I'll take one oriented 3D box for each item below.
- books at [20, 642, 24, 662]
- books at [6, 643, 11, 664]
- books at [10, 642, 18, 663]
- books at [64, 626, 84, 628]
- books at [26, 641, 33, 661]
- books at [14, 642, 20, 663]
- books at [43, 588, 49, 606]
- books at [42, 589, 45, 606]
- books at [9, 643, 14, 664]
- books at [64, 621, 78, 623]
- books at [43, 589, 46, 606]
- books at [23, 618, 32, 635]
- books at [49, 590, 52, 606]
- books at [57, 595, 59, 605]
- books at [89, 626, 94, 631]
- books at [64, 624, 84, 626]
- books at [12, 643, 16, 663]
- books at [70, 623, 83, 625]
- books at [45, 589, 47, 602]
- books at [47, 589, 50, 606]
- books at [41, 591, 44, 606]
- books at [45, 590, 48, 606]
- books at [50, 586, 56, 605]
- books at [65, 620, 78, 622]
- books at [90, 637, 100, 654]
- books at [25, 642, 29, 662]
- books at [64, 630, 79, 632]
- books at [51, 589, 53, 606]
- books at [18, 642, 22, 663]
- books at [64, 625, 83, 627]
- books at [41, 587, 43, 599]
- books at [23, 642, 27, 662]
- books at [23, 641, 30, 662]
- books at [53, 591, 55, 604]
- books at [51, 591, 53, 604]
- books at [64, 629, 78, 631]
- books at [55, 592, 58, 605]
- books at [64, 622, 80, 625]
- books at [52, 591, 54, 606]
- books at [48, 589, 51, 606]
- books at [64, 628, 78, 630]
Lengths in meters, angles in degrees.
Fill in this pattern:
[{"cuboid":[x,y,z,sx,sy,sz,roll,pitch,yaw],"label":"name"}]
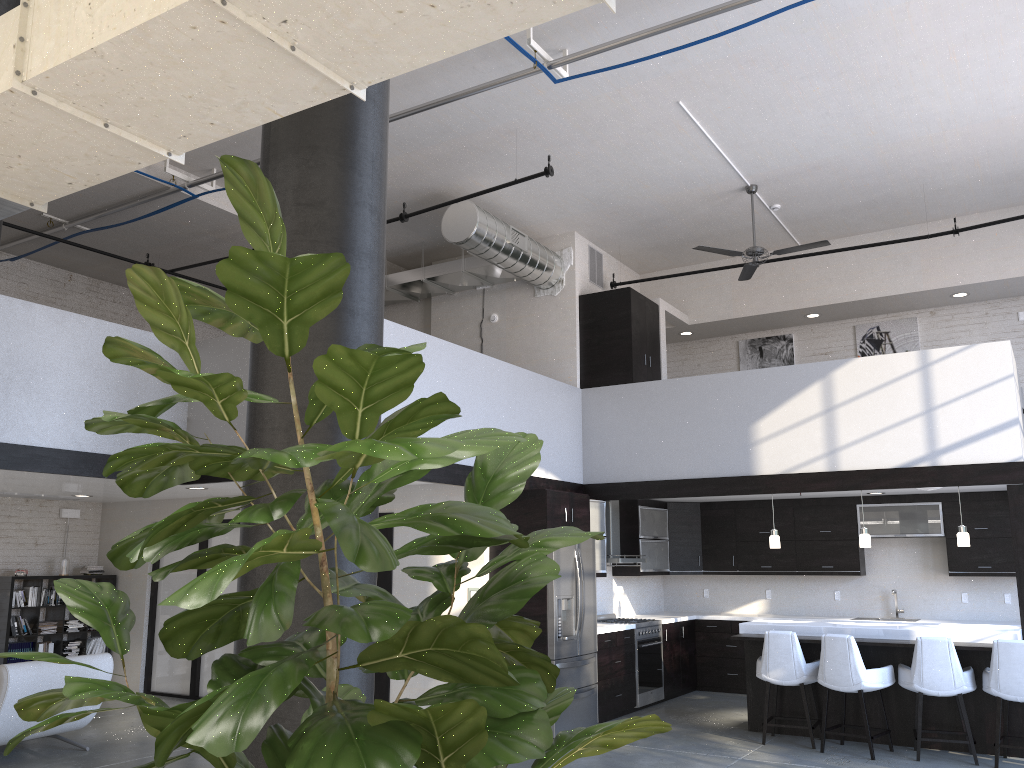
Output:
[{"cuboid":[-5.565,3.031,9.992,0.173,0.231,0.024,-7,-13,31],"label":"books"},{"cuboid":[-5.649,3.007,9.873,0.173,0.231,0.024,-7,-13,31],"label":"books"},{"cuboid":[-5.604,3.018,9.931,0.173,0.231,0.024,-7,-13,31],"label":"books"},{"cuboid":[-5.280,2.882,10.524,0.291,0.013,0.216,-4,-12,20],"label":"books"},{"cuboid":[-5.512,3.047,10.074,0.173,0.231,0.024,-7,-13,31],"label":"books"},{"cuboid":[-5.596,3.023,9.954,0.173,0.231,0.024,-7,-13,31],"label":"books"},{"cuboid":[-5.434,2.478,10.316,0.120,0.196,0.019,-8,-13,36],"label":"books"},{"cuboid":[-5.443,2.467,10.248,0.112,0.192,0.025,-7,-12,31],"label":"books"},{"cuboid":[-5.630,3.010,9.890,0.173,0.231,0.024,-7,-13,31],"label":"books"},{"cuboid":[-5.302,2.824,10.527,0.244,0.016,0.156,-5,-13,24],"label":"books"},{"cuboid":[-5.442,2.472,10.275,0.121,0.191,0.011,-8,-13,36],"label":"books"},{"cuboid":[-5.527,2.745,10.055,0.149,0.194,0.118,-7,-13,31],"label":"books"},{"cuboid":[-5.405,2.493,10.338,0.111,0.174,0.012,-8,-13,36],"label":"books"},{"cuboid":[-5.370,2.514,10.429,0.107,0.168,0.008,-7,-12,31],"label":"books"},{"cuboid":[-5.110,2.870,10.709,0.144,0.207,0.048,-7,-12,31],"label":"books"},{"cuboid":[-5.281,2.855,10.520,0.289,0.011,0.233,-4,-12,19],"label":"books"},{"cuboid":[-5.617,3.014,9.910,0.173,0.231,0.024,-7,-13,31],"label":"books"},{"cuboid":[-5.272,2.857,10.539,0.268,0.015,0.170,-3,-12,14],"label":"books"},{"cuboid":[-5.442,2.474,10.287,0.121,0.191,0.011,-8,-13,36],"label":"books"},{"cuboid":[-5.425,2.482,10.328,0.121,0.191,0.011,-8,-13,36],"label":"books"},{"cuboid":[-5.450,2.475,10.239,0.112,0.171,0.023,-7,-13,31],"label":"books"},{"cuboid":[-5.435,2.481,10.296,0.116,0.181,0.014,-8,-13,36],"label":"books"},{"cuboid":[-5.376,2.478,10.379,0.117,0.219,0.016,-8,-13,36],"label":"books"},{"cuboid":[-5.297,2.812,10.538,0.236,0.011,0.149,-4,-12,19],"label":"books"},{"cuboid":[-5.090,3.186,10.736,0.160,0.218,0.104,-7,-13,31],"label":"books"},{"cuboid":[-5.539,3.039,10.033,0.173,0.231,0.024,-7,-13,31],"label":"books"},{"cuboid":[-5.293,2.926,10.505,0.268,0.015,0.170,-4,-12,19],"label":"books"},{"cuboid":[-5.393,2.489,10.353,0.106,0.189,0.008,-8,-13,36],"label":"books"},{"cuboid":[-5.583,3.027,9.975,0.173,0.231,0.024,-7,-13,31],"label":"books"},{"cuboid":[-5.285,2.868,10.525,0.286,0.013,0.216,-5,-12,22],"label":"books"},{"cuboid":[-5.456,2.446,10.220,0.117,0.219,0.016,-8,-13,36],"label":"books"},{"cuboid":[-5.552,3.035,10.013,0.173,0.231,0.024,-7,-13,31],"label":"books"},{"cuboid":[-5.532,3.044,10.058,0.173,0.231,0.024,-7,-13,31],"label":"books"},{"cuboid":[-5.383,2.501,10.365,0.107,0.168,0.008,-8,-13,36],"label":"books"},{"cuboid":[-5.395,2.497,10.342,0.107,0.168,0.008,-8,-13,36],"label":"books"},{"cuboid":[-5.297,2.909,10.493,0.268,0.015,0.170,-5,-13,24],"label":"books"},{"cuboid":[-5.377,2.487,10.423,0.117,0.219,0.016,-7,-12,31],"label":"books"},{"cuboid":[-5.293,2.837,10.513,0.268,0.015,0.170,-4,-12,19],"label":"books"},{"cuboid":[-5.384,2.499,10.354,0.107,0.170,0.008,-8,-13,36],"label":"books"},{"cuboid":[-5.419,2.484,10.336,0.121,0.191,0.011,-8,-13,36],"label":"books"},{"cuboid":[-5.299,2.893,10.500,0.253,0.019,0.162,-4,-12,19],"label":"books"}]
